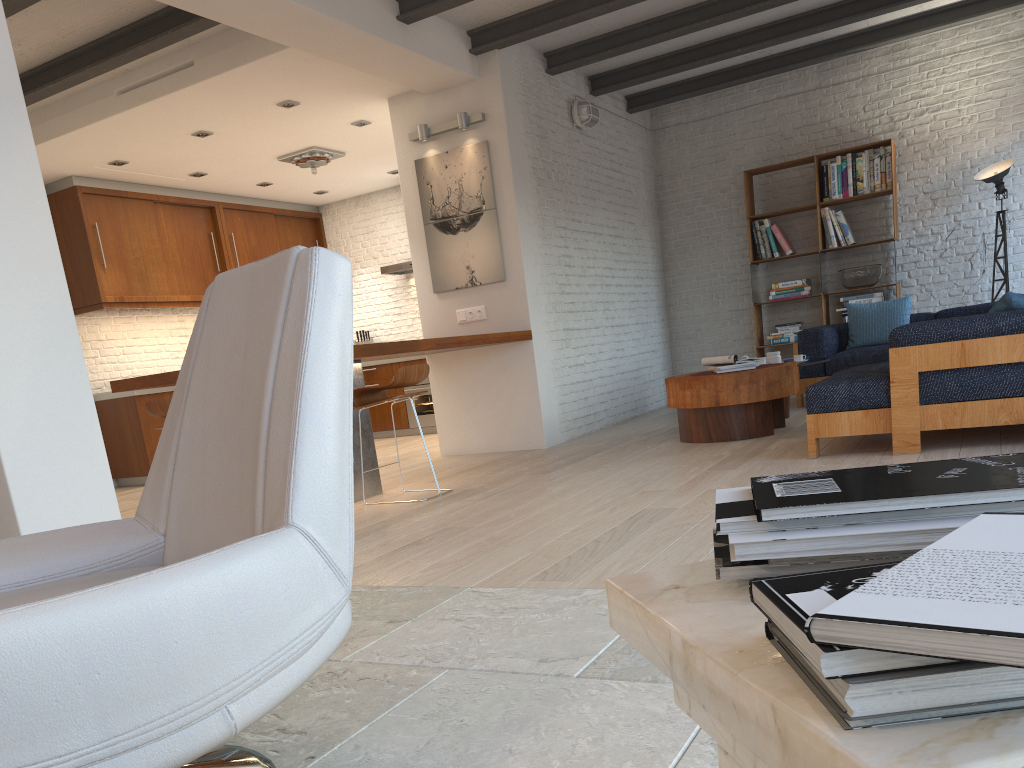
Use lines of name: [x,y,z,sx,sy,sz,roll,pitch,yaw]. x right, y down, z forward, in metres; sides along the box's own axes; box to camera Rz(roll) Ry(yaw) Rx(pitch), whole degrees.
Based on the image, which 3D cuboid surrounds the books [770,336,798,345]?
books: [2.806,-0.448,8.772,0.327,0.057,0.248,-6,3,39]

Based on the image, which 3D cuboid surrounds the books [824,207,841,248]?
books: [3.067,-1.488,8.344,0.104,0.394,0.236,-1,11,29]

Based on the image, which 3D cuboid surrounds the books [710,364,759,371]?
books: [1.526,-0.113,5.999,0.252,0.011,0.311,-8,2,-2]

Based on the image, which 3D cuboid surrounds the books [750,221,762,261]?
books: [2.461,-1.420,8.692,0.091,0.395,0.236,-1,11,29]

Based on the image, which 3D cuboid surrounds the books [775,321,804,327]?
books: [2.787,-0.601,8.749,0.253,0.017,0.158,-7,2,29]

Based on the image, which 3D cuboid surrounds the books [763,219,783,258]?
books: [2.585,-1.433,8.618,0.121,0.391,0.236,-1,11,29]

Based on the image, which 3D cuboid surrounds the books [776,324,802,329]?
books: [2.792,-0.576,8.776,0.238,0.019,0.166,-7,2,22]

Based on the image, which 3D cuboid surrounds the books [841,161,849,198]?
books: [3.151,-1.908,8.206,0.056,0.338,0.247,-1,10,29]

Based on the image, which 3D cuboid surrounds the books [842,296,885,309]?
books: [3.383,-0.786,8.389,0.382,0.066,0.237,-7,3,23]

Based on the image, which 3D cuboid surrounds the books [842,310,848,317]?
books: [3.358,-0.700,8.392,0.328,0.057,0.248,-7,3,24]

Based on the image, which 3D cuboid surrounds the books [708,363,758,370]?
books: [1.511,-0.121,5.985,0.252,0.011,0.311,-8,2,-2]

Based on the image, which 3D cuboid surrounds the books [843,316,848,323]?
books: [3.395,-0.643,8.402,0.381,0.066,0.237,-7,3,16]

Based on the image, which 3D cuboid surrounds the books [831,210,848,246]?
books: [3.144,-1.481,8.327,0.125,0.358,0.263,-1,10,29]

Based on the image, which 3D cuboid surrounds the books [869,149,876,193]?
books: [3.349,-1.959,8.077,0.036,0.394,0.236,-1,11,29]

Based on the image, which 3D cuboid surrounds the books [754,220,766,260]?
books: [2.497,-1.426,8.681,0.091,0.395,0.236,-1,11,29]

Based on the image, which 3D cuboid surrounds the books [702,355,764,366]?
books: [1.530,-0.150,6.046,0.269,0.112,0.320,-9,3,-28]

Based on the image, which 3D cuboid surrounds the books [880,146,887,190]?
books: [3.431,-1.968,8.031,0.036,0.394,0.236,-1,11,29]

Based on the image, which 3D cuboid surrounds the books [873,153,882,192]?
books: [3.390,-1.935,8.055,0.056,0.338,0.247,-1,10,29]

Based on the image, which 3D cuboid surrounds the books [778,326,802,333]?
books: [2.797,-0.550,8.773,0.207,0.034,0.129,-7,3,29]

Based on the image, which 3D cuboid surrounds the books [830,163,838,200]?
books: [3.061,-1.897,8.236,0.056,0.338,0.247,-1,10,29]

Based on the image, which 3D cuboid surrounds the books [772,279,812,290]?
books: [2.776,-0.989,8.646,0.328,0.057,0.248,-6,3,31]

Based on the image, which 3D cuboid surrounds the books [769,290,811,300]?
books: [2.769,-0.882,8.667,0.382,0.037,0.237,-7,2,24]

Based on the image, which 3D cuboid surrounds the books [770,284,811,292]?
books: [2.775,-0.950,8.660,0.357,0.021,0.264,-7,2,28]

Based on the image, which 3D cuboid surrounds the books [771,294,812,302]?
books: [2.784,-0.855,8.674,0.357,0.021,0.265,-7,2,29]

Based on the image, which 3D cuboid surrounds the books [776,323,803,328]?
books: [2.793,-0.590,8.764,0.244,0.008,0.152,-7,2,29]

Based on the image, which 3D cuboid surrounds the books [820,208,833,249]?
books: [3.045,-1.487,8.382,0.101,0.394,0.236,-1,11,29]

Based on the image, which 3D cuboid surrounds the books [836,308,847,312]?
books: [3.373,-0.741,8.387,0.447,0.021,0.265,-7,2,29]

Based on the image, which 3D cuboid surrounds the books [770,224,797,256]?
books: [2.681,-1.414,8.600,0.195,0.327,0.247,-2,10,29]

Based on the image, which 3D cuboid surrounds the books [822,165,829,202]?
books: [3.002,-1.890,8.289,0.056,0.338,0.247,-1,10,29]

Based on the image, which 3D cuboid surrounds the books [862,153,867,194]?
books: [3.293,-1.938,8.111,0.021,0.369,0.263,-1,11,29]

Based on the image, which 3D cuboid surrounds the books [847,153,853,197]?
books: [3.179,-1.938,8.160,0.036,0.394,0.236,-1,11,29]

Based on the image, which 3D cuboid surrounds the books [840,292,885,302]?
books: [3.371,-0.836,8.377,0.381,0.037,0.237,-7,2,29]

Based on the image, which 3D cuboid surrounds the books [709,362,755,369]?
books: [1.505,-0.131,5.976,0.253,0.011,0.311,-8,2,3]

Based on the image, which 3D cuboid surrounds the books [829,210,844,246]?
books: [3.121,-1.478,8.330,0.125,0.358,0.263,-1,10,29]

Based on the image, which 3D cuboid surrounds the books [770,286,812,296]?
books: [2.771,-0.920,8.648,0.382,0.037,0.237,-7,2,23]

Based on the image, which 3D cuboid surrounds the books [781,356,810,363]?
books: [2.219,-0.192,6.923,0.230,0.023,0.160,-8,2,-12]

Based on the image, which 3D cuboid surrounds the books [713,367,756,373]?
books: [1.522,-0.101,5.987,0.253,0.011,0.310,-7,2,8]

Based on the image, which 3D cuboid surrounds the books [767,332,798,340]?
books: [2.785,-0.493,8.780,0.381,0.037,0.237,-7,2,29]

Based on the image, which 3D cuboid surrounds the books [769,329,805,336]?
books: [2.791,-0.522,8.758,0.382,0.019,0.237,-7,2,22]

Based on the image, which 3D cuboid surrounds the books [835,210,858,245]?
books: [3.180,-1.476,8.293,0.158,0.338,0.247,-2,10,29]

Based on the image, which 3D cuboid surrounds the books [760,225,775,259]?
books: [2.554,-1.407,8.677,0.103,0.343,0.247,-1,10,29]
